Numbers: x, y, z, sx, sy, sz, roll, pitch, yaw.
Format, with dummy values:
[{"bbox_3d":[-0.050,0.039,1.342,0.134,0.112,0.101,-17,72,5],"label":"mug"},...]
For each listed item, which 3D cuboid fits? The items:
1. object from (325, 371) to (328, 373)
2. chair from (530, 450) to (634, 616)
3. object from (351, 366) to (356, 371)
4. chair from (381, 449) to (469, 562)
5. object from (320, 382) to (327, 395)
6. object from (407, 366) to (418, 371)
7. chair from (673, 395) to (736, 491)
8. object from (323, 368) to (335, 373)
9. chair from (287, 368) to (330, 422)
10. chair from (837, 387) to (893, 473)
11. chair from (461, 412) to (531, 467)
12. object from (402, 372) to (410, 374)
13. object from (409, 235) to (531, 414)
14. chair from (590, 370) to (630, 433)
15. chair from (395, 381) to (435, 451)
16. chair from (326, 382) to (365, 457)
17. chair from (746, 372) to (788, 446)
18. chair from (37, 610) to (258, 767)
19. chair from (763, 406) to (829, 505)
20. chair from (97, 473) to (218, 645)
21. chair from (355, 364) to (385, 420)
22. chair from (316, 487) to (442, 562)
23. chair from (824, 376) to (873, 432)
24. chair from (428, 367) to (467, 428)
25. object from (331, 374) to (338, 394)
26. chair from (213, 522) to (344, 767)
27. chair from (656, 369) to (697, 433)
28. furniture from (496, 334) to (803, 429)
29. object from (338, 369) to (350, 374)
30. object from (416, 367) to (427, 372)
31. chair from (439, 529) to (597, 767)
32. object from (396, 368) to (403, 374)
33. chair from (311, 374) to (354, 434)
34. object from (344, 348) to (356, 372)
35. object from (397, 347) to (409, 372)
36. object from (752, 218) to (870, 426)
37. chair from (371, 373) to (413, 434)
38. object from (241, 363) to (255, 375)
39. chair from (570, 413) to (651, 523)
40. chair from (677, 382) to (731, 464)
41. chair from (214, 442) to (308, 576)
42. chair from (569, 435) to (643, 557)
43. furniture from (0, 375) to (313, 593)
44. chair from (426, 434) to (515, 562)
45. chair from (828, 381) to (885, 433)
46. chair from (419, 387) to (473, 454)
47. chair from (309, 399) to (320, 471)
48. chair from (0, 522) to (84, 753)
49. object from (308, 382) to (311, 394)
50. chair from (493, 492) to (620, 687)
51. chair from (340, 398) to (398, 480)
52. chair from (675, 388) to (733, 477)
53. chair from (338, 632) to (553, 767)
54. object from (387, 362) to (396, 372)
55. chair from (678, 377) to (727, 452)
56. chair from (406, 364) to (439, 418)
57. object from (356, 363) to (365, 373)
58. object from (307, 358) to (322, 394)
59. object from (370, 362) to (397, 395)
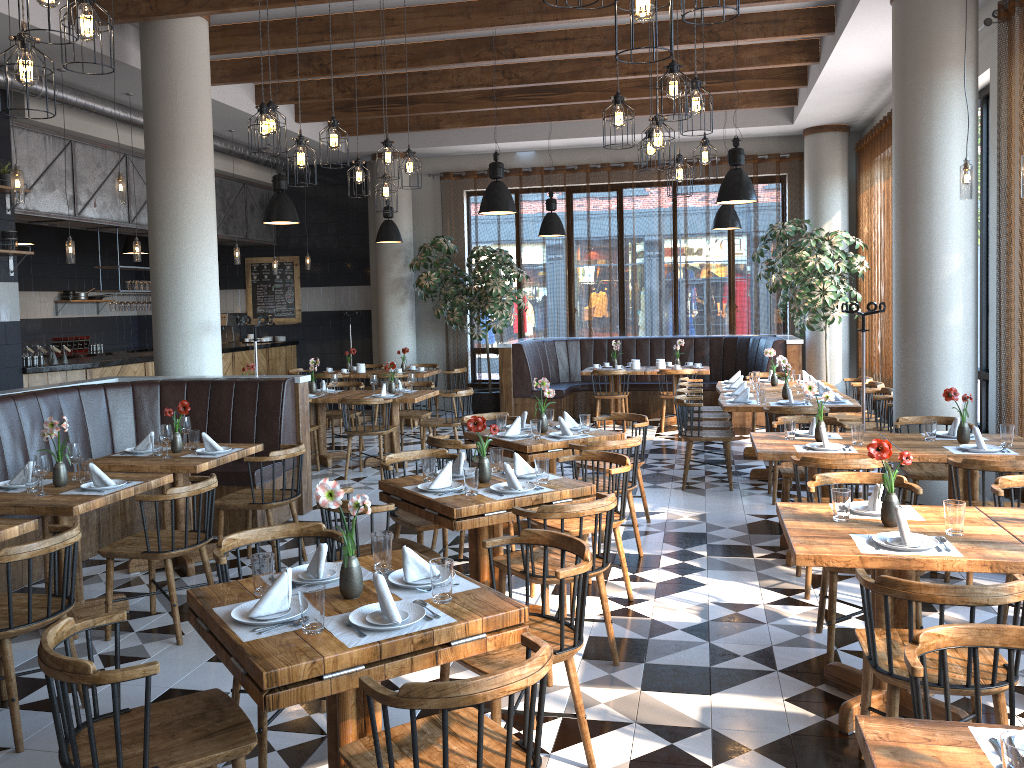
[{"bbox_3d":[-2.682,-0.170,12.800,0.053,0.025,0.049,-1,5,1],"label":"object"},{"bbox_3d":[0.407,0.835,5.114,0.550,0.815,0.520,-4,4,-33],"label":"chair"},{"bbox_3d":[-2.321,-0.223,13.064,0.176,0.067,0.176,1,6,26],"label":"object"},{"bbox_3d":[-0.485,0.839,5.304,0.520,0.815,0.550,-4,4,-33],"label":"chair"},{"bbox_3d":[-2.050,0.053,9.650,0.080,0.132,0.080,2,5,42],"label":"object"},{"bbox_3d":[-1.448,-0.233,12.930,0.176,0.067,0.176,-5,6,-33],"label":"object"},{"bbox_3d":[1.761,0.525,8.109,0.549,0.815,0.521,-1,4,12],"label":"chair"},{"bbox_3d":[-2.664,-0.200,12.896,0.175,0.067,0.176,-1,5,4],"label":"object"},{"bbox_3d":[-2.992,0.189,12.991,0.549,0.815,0.521,-1,4,12],"label":"chair"},{"bbox_3d":[3.368,0.459,8.397,0.549,0.815,0.521,-1,4,12],"label":"chair"},{"bbox_3d":[-0.112,0.667,7.062,0.520,0.815,0.550,-4,4,-33],"label":"chair"},{"bbox_3d":[-1.475,-0.156,12.340,0.155,0.023,0.034,3,6,37],"label":"object"},{"bbox_3d":[-0.637,-0.884,13.329,1.754,2.775,1.484,-2,3,-7],"label":"object"},{"bbox_3d":[1.309,0.205,11.691,0.519,0.815,0.551,-1,4,12],"label":"chair"},{"bbox_3d":[-1.159,0.400,10.227,0.519,0.815,0.551,-1,4,12],"label":"chair"},{"bbox_3d":[-2.008,0.404,10.408,0.519,0.815,0.551,-1,4,12],"label":"chair"},{"bbox_3d":[2.983,0.296,10.266,0.519,0.815,0.551,-1,4,12],"label":"chair"},{"bbox_3d":[-1.060,1.103,2.597,0.550,0.815,0.520,-4,4,-33],"label":"chair"},{"bbox_3d":[2.383,0.571,7.445,0.519,0.815,0.551,-1,4,12],"label":"chair"},{"bbox_3d":[-1.871,0.920,4.783,0.549,0.815,0.521,-1,4,12],"label":"chair"},{"bbox_3d":[-2.202,0.125,13.478,0.519,0.815,0.551,-1,4,12],"label":"chair"},{"bbox_3d":[-0.674,0.926,4.414,0.550,0.815,0.520,-4,4,-33],"label":"chair"},{"bbox_3d":[3.626,0.341,9.613,0.549,0.815,0.521,-1,4,12],"label":"chair"},{"bbox_3d":[-0.908,0.180,12.534,0.549,0.815,0.521,-1,4,12],"label":"chair"},{"bbox_3d":[-1.953,0.000,9.749,0.081,0.215,0.081,-3,3,-24],"label":"object"},{"bbox_3d":[-0.871,1.016,3.487,0.520,0.815,0.550,-4,4,-33],"label":"chair"},{"bbox_3d":[2.149,0.201,11.512,0.519,0.815,0.551,-1,4,12],"label":"chair"},{"bbox_3d":[1.973,-0.076,12.746,4.037,1.148,1.923,0,5,12],"label":"furniture"},{"bbox_3d":[-2.390,-0.179,12.595,0.176,0.067,0.176,-4,6,-26],"label":"object"},{"bbox_3d":[-1.284,-0.203,12.571,0.176,0.067,0.176,-2,5,-2],"label":"object"},{"bbox_3d":[0.021,1.012,3.297,0.550,0.815,0.520,-4,4,-33],"label":"chair"},{"bbox_3d":[-1.582,-0.182,12.420,0.176,0.067,0.176,1,6,27],"label":"object"},{"bbox_3d":[-2.472,0.248,12.209,0.519,0.815,0.551,-1,4,12],"label":"chair"},{"bbox_3d":[-2.336,-0.346,12.832,0.171,0.354,0.156,-2,3,-2],"label":"object"},{"bbox_3d":[-1.543,-0.346,12.629,0.156,0.354,0.171,-3,4,-30],"label":"object"},{"bbox_3d":[3.804,-0.849,11.786,1.482,2.775,1.756,-3,4,-30],"label":"object"},{"bbox_3d":[-1.632,0.245,12.030,0.519,0.815,0.551,-1,4,12],"label":"chair"},{"bbox_3d":[-2.953,-0.063,9.935,0.171,0.354,0.156,-4,4,-40],"label":"object"},{"bbox_3d":[0.780,0.663,6.872,0.550,0.815,0.520,-4,4,-33],"label":"chair"},{"bbox_3d":[2.027,0.403,9.359,0.549,0.815,0.521,-1,4,12],"label":"chair"},{"bbox_3d":[-1.642,0.815,5.859,0.549,0.815,0.521,-1,4,12],"label":"chair"},{"bbox_3d":[0.591,0.750,5.981,0.520,0.815,0.550,-4,4,-33],"label":"chair"},{"bbox_3d":[-3.308,0.814,4.500,1.917,1.147,6.607,0,5,12],"label":"furniture"},{"bbox_3d":[-0.301,0.754,6.172,0.550,0.815,0.520,-4,4,-33],"label":"chair"},{"bbox_3d":[3.502,0.397,9.032,0.549,0.815,0.521,-1,4,12],"label":"chair"},{"bbox_3d":[-0.680,0.462,9.433,0.549,0.815,0.521,-1,4,12],"label":"chair"},{"bbox_3d":[-2.283,0.530,9.110,0.519,0.815,0.551,-1,4,12],"label":"chair"},{"bbox_3d":[-2.099,1.025,3.706,0.549,0.815,0.521,-1,4,12],"label":"chair"},{"bbox_3d":[-2.253,0.042,9.821,0.080,0.132,0.080,0,4,27],"label":"object"},{"bbox_3d":[0.217,0.922,4.223,0.520,0.815,0.550,-4,4,-33],"label":"chair"},{"bbox_3d":[-1.435,0.527,8.929,0.519,0.815,0.551,-1,4,12],"label":"chair"},{"bbox_3d":[1.892,0.465,8.724,0.549,0.815,0.521,-1,4,12],"label":"chair"},{"bbox_3d":[-0.168,1.099,2.407,0.520,0.815,0.550,-4,4,-33],"label":"chair"},{"bbox_3d":[-1.733,-0.242,12.780,0.130,0.128,0.130,-4,5,-34],"label":"object"},{"bbox_3d":[2.147,0.348,9.922,0.549,0.815,0.521,-1,4,12],"label":"chair"},{"bbox_3d":[-1.362,0.121,13.299,0.519,0.815,0.551,-1,4,12],"label":"chair"},{"bbox_3d":[-2.173,-0.227,12.731,0.130,0.128,0.130,-4,5,-34],"label":"object"},{"bbox_3d":[-2.167,-0.087,9.737,0.146,0.399,0.207,-3,4,-29],"label":"object"},{"bbox_3d":[-1.375,-0.065,9.543,0.295,0.354,0.166,0,4,17],"label":"object"}]
